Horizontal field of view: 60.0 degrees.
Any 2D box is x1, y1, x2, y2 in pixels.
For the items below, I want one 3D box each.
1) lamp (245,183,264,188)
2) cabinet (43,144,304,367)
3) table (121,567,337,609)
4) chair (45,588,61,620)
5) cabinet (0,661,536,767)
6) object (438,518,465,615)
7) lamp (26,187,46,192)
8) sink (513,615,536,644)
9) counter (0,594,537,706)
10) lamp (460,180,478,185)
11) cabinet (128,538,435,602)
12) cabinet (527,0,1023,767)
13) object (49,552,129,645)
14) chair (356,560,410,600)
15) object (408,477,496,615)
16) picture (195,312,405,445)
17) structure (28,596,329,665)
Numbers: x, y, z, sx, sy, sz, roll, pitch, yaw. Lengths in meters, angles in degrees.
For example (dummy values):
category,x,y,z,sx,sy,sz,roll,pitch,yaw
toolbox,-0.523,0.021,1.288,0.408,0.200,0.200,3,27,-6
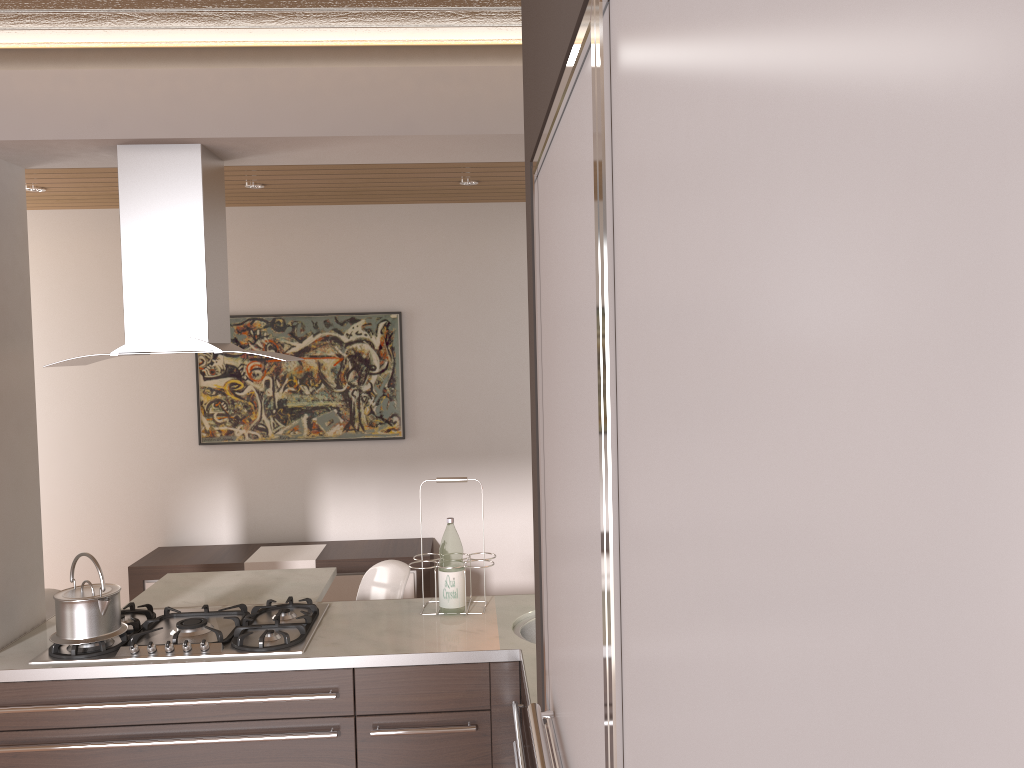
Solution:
category,x,y,z,sx,sy,sz,roll,pitch,yaw
lamp,-1.389,-1.091,4.782,0.102,0.055,0.102,-1,3,14
cabinet,-0.404,-0.250,2.262,2.058,1.032,1.399,-1,2,1
table,-1.207,1.293,3.712,0.800,0.758,1.100,-1,2,-3
chair,-1.658,1.265,3.590,0.608,0.847,0.491,-1,2,2
cabinet,-0.462,1.282,2.270,2.150,0.870,1.850,-1,2,-3
object,-0.204,0.611,2.992,0.091,0.319,0.091,0,3,32
lamp,-2.542,-1.061,4.726,0.102,0.055,0.102,-2,3,-20
sink,0.228,0.787,2.854,0.450,0.347,0.494,-1,2,3
counter,-0.473,0.829,2.250,2.150,0.036,1.850,-1,2,-3
lamp,-0.235,-1.121,4.837,0.102,0.055,0.102,-1,3,14
cabinet,-1.326,1.302,5.311,1.740,0.608,0.540,-1,2,-3
cabinet,0.168,0.711,0.348,1.047,1.948,1.796,-1,2,-3
object,-1.301,0.640,2.718,0.221,0.251,0.221,-2,3,-10
chair,-0.729,1.233,3.823,0.608,0.847,0.491,-3,3,-33
object,-0.203,0.545,3.042,0.291,0.453,0.210,-1,2,2
picture,-1.320,-0.035,5.531,1.277,0.801,0.018,-1,2,-3
structure,-1.029,0.776,2.854,0.797,0.047,0.494,-1,2,-3
